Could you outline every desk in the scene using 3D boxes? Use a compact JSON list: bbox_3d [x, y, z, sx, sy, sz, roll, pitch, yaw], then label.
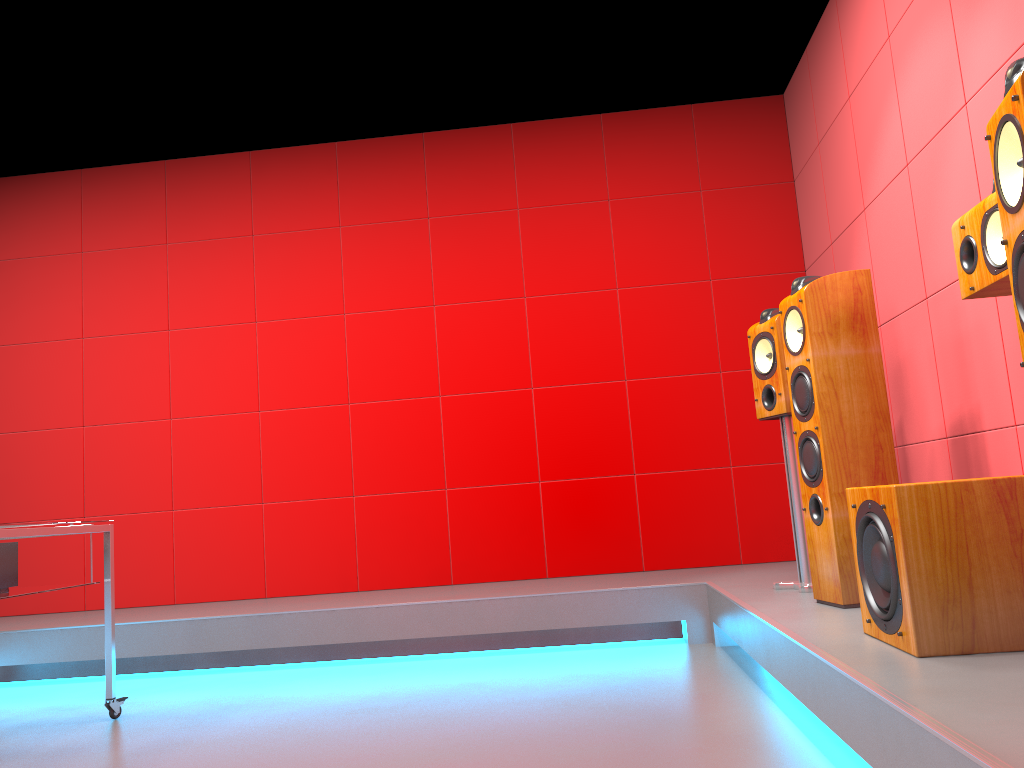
[{"bbox_3d":[-1.741,0.755,2.424,0.594,0.690,1.617,-5,-8,4],"label":"desk"}]

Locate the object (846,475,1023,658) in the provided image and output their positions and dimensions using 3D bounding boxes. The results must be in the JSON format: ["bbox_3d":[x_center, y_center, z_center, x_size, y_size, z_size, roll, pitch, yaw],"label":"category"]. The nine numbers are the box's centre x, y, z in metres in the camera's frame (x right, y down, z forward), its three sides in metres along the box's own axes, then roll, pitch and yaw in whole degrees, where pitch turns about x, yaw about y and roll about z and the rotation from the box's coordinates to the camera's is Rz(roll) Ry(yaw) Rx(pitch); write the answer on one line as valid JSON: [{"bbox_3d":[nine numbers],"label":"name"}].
[{"bbox_3d":[1.017,0.405,2.045,0.360,0.360,0.360,-5,-8,4],"label":"object"}]

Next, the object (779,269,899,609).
[{"bbox_3d":[1.054,0.164,2.843,0.238,1.052,0.203,-4,-8,-6],"label":"object"}]

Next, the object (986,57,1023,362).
[{"bbox_3d":[0.960,-0.033,1.394,0.238,1.052,0.203,-6,-8,14],"label":"object"}]

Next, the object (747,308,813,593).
[{"bbox_3d":[1.095,0.230,3.354,0.265,1.058,0.231,-2,-8,-16],"label":"object"}]

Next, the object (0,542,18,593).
[{"bbox_3d":[-1.804,0.579,2.678,0.371,0.158,0.431,-5,-8,4],"label":"object"}]

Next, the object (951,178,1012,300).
[{"bbox_3d":[1.280,-0.399,2.132,0.235,0.271,0.493,-5,-8,4],"label":"object"}]
